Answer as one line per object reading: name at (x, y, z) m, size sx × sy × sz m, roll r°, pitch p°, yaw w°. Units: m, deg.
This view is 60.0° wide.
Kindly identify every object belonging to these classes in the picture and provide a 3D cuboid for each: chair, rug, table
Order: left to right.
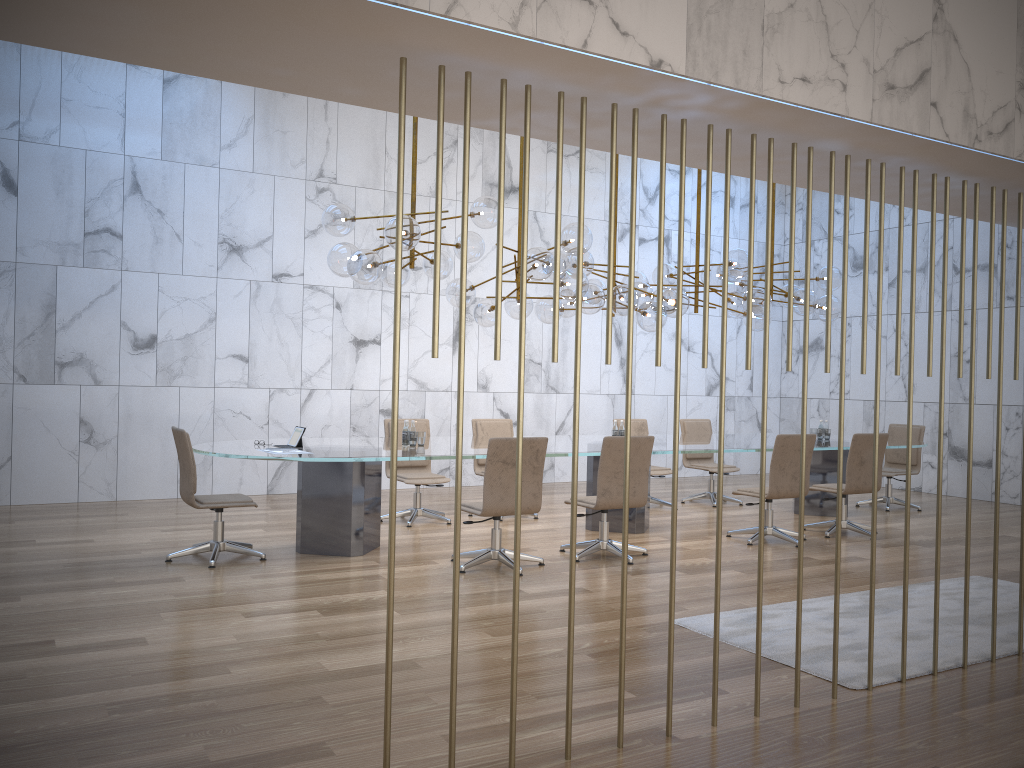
chair at (-2.257, 0.829, 6.742) m, size 0.697 × 1.000 × 0.726 m, roll 1°, pitch 0°, yaw -29°
chair at (-0.944, 0.857, 8.771) m, size 0.726 × 1.000 × 0.697 m, roll 1°, pitch 0°, yaw -30°
chair at (-0.094, 0.882, 6.680) m, size 0.726 × 1.000 × 0.697 m, roll 1°, pitch 0°, yaw -30°
chair at (-0.087, 0.877, 9.263) m, size 0.726 × 1.000 × 0.697 m, roll 1°, pitch 0°, yaw -30°
chair at (0.773, 0.902, 7.177) m, size 0.726 × 1.000 × 0.697 m, roll 1°, pitch 0°, yaw -30°
table at (1.031, 0.982, 8.621) m, size 7.924 × 0.835 × 2.092 m, roll 1°, pitch 0°, yaw -30°
chair at (1.514, 0.914, 10.182) m, size 0.726 × 1.000 × 0.697 m, roll 1°, pitch 0°, yaw -30°
chair at (2.381, 0.934, 10.680) m, size 0.726 × 1.000 × 0.697 m, roll 1°, pitch 0°, yaw -30°
chair at (2.377, 0.939, 8.098) m, size 0.726 × 1.000 × 0.697 m, roll 1°, pitch 0°, yaw -30°
chair at (3.238, 0.958, 8.592) m, size 0.726 × 1.000 × 0.697 m, roll 1°, pitch 0°, yaw -30°
chair at (4.549, 0.986, 10.640) m, size 0.697 × 1.000 × 0.726 m, roll 1°, pitch 0°, yaw -29°
rug at (2.564, 1.433, 5.436) m, size 3.025 × 0.034 × 1.320 m, roll 1°, pitch 0°, yaw -30°

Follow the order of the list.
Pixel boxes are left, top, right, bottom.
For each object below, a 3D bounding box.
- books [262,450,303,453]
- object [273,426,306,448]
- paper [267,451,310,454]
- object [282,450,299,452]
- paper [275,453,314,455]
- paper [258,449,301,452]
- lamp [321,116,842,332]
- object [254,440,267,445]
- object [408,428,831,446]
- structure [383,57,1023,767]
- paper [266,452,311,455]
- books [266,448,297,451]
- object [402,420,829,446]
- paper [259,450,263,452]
books at (-1.704, 0.497, 6.590) m, size 0.205 × 0.012 × 0.239 m, roll 1°, pitch 0°, yaw -42°
object at (-1.776, 0.421, 7.056) m, size 0.205 × 0.159 × 0.255 m, roll 1°, pitch 0°, yaw -30°
paper at (-1.628, 0.503, 6.495) m, size 0.290 × 0.001 × 0.210 m, roll 1°, pitch 0°, yaw -37°
object at (-1.629, 0.493, 6.536) m, size 0.011 × 0.011 × 0.158 m, roll 1°, pitch 0°, yaw 35°
paper at (-1.628, 0.504, 6.495) m, size 0.290 × 0.001 × 0.210 m, roll 1°, pitch 0°, yaw -35°
paper at (-1.752, 0.500, 6.691) m, size 0.290 × 0.001 × 0.210 m, roll 1°, pitch 0°, yaw -31°
lamp at (0.994, -1.832, 8.558) m, size 5.672 × 2.716 × 1.557 m, roll 1°, pitch 0°, yaw -30°
object at (-2.022, 0.475, 7.216) m, size 0.134 × 0.037 × 0.096 m, roll 1°, pitch 0°, yaw 39°
object at (1.327, 0.513, 8.744) m, size 5.112 × 0.117 × 0.183 m, roll 1°, pitch 0°, yaw -30°
structure at (2.734, 0.224, 4.719) m, size 7.223 × 2.456 × 0.023 m, roll 1°, pitch 0°, yaw -30°
paper at (-1.628, 0.504, 6.495) m, size 0.290 × 0.001 × 0.210 m, roll 1°, pitch 0°, yaw -37°
books at (-1.735, 0.491, 6.675) m, size 0.205 × 0.012 × 0.126 m, roll 1°, pitch 0°, yaw -33°
object at (1.315, 0.464, 8.793) m, size 5.189 × 0.213 × 0.124 m, roll 1°, pitch 0°, yaw -30°
paper at (-1.764, 0.501, 6.698) m, size 0.290 × 0.001 × 0.210 m, roll 1°, pitch 0°, yaw -32°
